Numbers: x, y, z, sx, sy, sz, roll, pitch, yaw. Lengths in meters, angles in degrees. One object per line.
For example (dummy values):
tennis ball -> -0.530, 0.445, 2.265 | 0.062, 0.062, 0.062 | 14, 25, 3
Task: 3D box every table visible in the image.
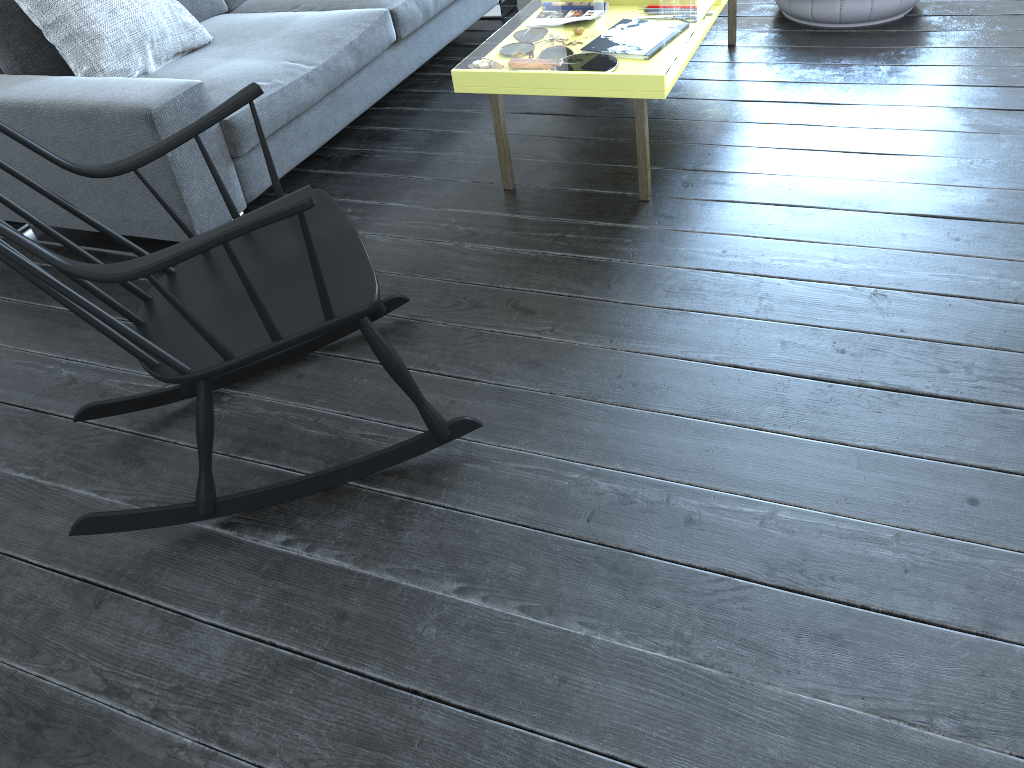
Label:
table -> 0.399, -1.111, 2.941 | 0.603, 0.379, 1.472 | 8, 41, 22

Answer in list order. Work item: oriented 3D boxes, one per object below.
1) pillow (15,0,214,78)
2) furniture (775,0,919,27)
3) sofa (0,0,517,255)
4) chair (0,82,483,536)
pillow -> -1.012, -1.673, 3.334 | 0.482, 0.466, 2.153 | 11, 42, 25
furniture -> 1.358, -1.694, 3.529 | 0.616, 0.397, 0.643 | 5, 39, 18
sofa -> -0.908, -1.434, 3.372 | 1.090, 0.686, 2.493 | 8, 41, 22
chair -> -0.630, -0.264, 1.592 | 0.914, 0.951, 0.641 | -20, 37, -14
